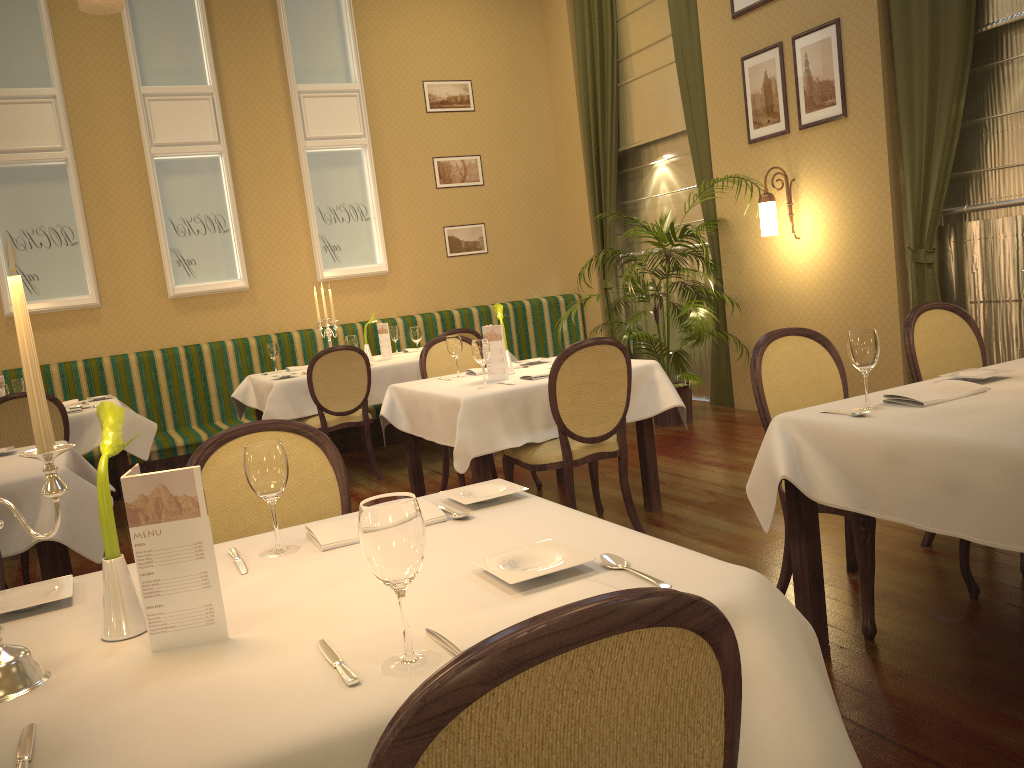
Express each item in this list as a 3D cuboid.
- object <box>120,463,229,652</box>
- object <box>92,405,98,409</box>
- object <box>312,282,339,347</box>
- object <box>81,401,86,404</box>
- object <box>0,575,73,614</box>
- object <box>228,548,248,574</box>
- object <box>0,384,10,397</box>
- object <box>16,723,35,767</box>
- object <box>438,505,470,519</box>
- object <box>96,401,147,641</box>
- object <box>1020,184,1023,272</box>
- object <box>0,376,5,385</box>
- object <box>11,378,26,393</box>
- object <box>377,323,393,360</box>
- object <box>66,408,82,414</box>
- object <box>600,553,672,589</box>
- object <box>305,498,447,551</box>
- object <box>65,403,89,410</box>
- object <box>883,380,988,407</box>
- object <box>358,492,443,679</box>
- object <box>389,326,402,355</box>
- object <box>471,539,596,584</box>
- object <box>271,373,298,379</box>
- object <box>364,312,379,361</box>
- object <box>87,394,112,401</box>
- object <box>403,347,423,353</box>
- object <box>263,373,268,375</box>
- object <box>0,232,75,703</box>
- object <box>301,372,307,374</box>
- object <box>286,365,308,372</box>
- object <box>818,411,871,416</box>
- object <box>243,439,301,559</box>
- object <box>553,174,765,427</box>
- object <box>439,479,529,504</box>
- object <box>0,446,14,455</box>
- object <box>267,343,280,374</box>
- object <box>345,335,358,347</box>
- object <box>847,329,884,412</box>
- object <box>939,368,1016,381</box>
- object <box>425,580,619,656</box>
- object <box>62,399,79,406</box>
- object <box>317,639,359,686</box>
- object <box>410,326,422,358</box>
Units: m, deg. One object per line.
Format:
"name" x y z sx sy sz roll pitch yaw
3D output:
"object" -0.544 0.268 1.371 0.166 0.277 0.081 -2 8 36
"object" -2.660 0.147 5.665 0.038 0.015 0.181 -10 7 -24
"object" -1.389 -0.449 6.668 0.131 0.655 0.390 -9 7 -20
"object" -2.991 0.125 6.191 0.038 0.015 0.181 -10 7 -24
"object" -0.906 0.406 1.655 0.160 0.024 0.160 -10 7 -25
"object" -0.548 0.354 1.778 0.017 0.010 0.185 -10 7 -24
"object" -3.131 0.120 5.463 0.088 0.229 0.088 -4 7 22
"object" -0.586 0.443 1.066 0.017 0.010 0.185 -10 7 -25
"object" -0.135 0.279 1.957 0.038 0.015 0.181 -10 7 -24
"object" -0.657 0.218 1.473 0.076 0.375 0.163 -7 7 -4
"object" 1.599 -0.307 2.399 0.390 0.655 0.131 -3 8 30
"object" -3.276 0.092 5.666 0.081 0.277 0.166 -4 7 26
"object" -3.346 0.078 6.043 0.088 0.229 0.088 -5 7 16
"object" -0.974 -0.326 6.794 0.081 0.277 0.166 -8 7 -9
"object" -2.830 0.182 5.522 0.273 0.024 0.142 -10 7 -25
"object" 0.196 0.302 1.430 0.038 0.015 0.181 -10 7 -24
"object" -0.291 0.299 1.898 0.273 0.033 0.142 -10 7 -25
"object" -2.820 0.154 5.736 0.160 0.024 0.160 -10 7 -25
"object" 1.239 0.027 2.597 0.273 0.033 0.142 -10 7 -25
"object" -0.150 0.265 1.182 0.088 0.229 0.088 -4 7 22
"object" -0.948 -0.355 7.203 0.088 0.229 0.088 -4 7 22
"object" 0.035 0.309 1.502 0.160 0.024 0.160 -10 7 -25
"object" -1.584 -0.051 6.188 0.160 0.024 0.160 -10 7 -25
"object" -1.098 -0.370 6.863 0.163 0.375 0.076 -12 9 -39
"object" -2.921 0.102 6.276 0.160 0.024 0.160 -10 7 -25
"object" -0.748 -0.289 7.293 0.273 0.033 0.142 -10 7 -25
"object" -1.889 -0.079 6.765 0.038 0.015 0.181 -10 7 -24
"object" -0.777 0.122 1.250 0.390 0.655 0.131 -6 7 9
"object" -1.467 -0.075 6.299 0.038 0.015 0.181 -10 7 -24
"object" -1.594 -0.131 6.843 0.273 0.033 0.142 -10 7 -25
"object" 0.944 0.080 2.520 0.038 0.015 0.181 -10 7 -24
"object" -0.491 0.232 1.808 0.088 0.229 0.088 -4 7 22
"object" 1.191 -0.577 6.654 1.496 1.807 1.552 0 10 45
"object" -0.065 0.257 2.041 0.160 0.024 0.160 -10 7 -25
"object" -2.276 0.308 3.891 0.160 0.024 0.160 -10 7 -25
"object" -1.821 -0.198 6.786 0.088 0.229 0.088 -4 7 22
"object" -1.152 -0.236 6.410 0.088 0.229 0.088 -4 7 22
"object" 1.012 -0.040 2.540 0.088 0.229 0.088 -4 7 22
"object" 1.470 -0.023 2.804 0.160 0.024 0.160 -10 7 -25
"object" 0.025 0.337 1.287 0.273 0.024 0.142 -10 7 -25
"object" -3.147 0.145 6.133 0.273 0.033 0.142 -10 7 -25
"object" -0.246 0.382 1.230 0.017 0.010 0.185 -10 7 -25
"object" -0.702 -0.308 6.552 0.088 0.229 0.088 -4 7 22
